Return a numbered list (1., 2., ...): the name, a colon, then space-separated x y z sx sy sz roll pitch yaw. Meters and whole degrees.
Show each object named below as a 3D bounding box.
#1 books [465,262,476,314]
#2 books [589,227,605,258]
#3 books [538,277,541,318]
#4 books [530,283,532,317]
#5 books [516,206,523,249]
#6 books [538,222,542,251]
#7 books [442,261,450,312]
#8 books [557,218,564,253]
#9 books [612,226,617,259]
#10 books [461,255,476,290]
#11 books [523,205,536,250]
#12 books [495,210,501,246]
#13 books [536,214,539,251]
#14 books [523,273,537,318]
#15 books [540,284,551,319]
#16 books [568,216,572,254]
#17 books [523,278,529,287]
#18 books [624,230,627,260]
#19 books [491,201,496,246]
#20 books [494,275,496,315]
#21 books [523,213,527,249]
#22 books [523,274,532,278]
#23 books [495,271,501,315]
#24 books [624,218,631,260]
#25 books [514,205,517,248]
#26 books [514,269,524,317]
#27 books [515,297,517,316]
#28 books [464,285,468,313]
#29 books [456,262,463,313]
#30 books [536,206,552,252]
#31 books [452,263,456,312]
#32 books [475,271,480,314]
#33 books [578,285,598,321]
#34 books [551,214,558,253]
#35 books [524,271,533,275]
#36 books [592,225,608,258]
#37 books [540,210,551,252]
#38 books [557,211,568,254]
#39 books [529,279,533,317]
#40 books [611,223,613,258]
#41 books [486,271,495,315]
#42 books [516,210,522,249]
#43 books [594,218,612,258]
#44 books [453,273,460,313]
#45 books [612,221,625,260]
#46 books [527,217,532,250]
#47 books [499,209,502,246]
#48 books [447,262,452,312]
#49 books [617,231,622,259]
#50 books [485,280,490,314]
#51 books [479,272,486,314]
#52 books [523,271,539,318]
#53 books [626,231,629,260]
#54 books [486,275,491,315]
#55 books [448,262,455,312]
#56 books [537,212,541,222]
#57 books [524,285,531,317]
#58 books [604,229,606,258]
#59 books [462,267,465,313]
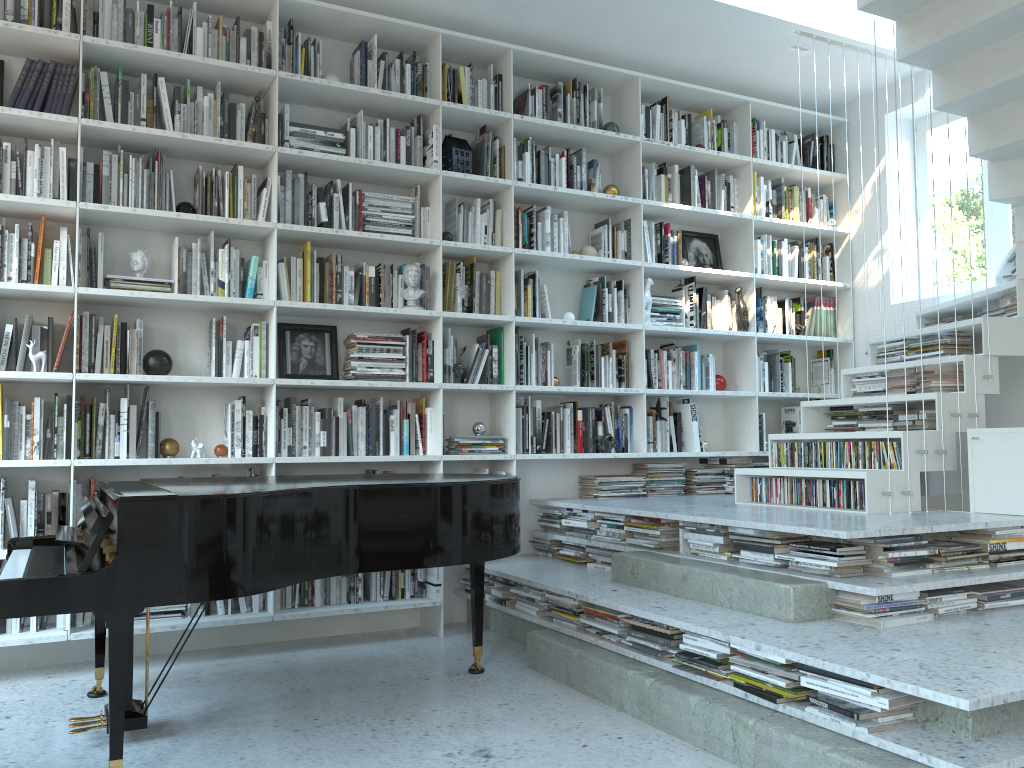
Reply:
1. books: -0.242 -0.498 4.814 0.019 0.293 0.182 1 -4 -27
2. books: 0.502 -0.806 5.248 0.015 0.220 0.140 1 -4 -27
3. books: 0.122 -0.466 5.030 0.007 0.254 0.161 1 -4 -27
4. books: 0.075 -0.448 4.987 0.007 0.211 0.158 1 -4 -27
5. books: 0.024 -0.850 5.019 0.014 0.283 0.135 1 -4 -27
6. books: 0.119 -0.805 5.039 0.025 0.194 0.171 1 -4 -27
7. books: -0.373 -0.501 4.764 0.035 0.293 0.145 1 -4 -27
8. books: 0.245 -0.820 5.102 0.021 0.232 0.183 1 -4 -27
9. books: 0.572 -0.808 5.277 0.016 0.228 0.160 1 -4 -27
10. books: -0.239 -0.519 4.837 0.021 0.337 0.169 1 -4 -27
11. books: 0.088 -0.850 5.009 0.014 0.280 0.177 1 -4 -27
12. books: -0.114 -0.830 4.902 0.028 0.229 0.177 1 -4 -27
13. books: 0.102 -0.828 5.021 0.022 0.237 0.164 1 -4 -27
14. books: 0.095 -0.476 5.002 0.006 0.270 0.178 1 -4 -27
15. books: 0.161 -0.444 5.018 0.051 0.210 0.177 1 -4 -27
16. books: 0.294 -0.828 5.141 0.034 0.254 0.161 1 -4 -27
17. books: 0.053 -0.463 4.985 0.008 0.242 0.169 1 -4 -27
18. books: 0.629 -0.796 5.286 0.013 0.204 0.174 1 -4 -27
19. books: -0.136 -0.853 4.911 0.025 0.277 0.173 1 -4 -27
20. books: -0.127 -0.470 4.909 0.019 0.247 0.149 1 -4 -27
21. books: 0.045 -0.828 5.006 0.013 0.236 0.157 1 -4 -27
22. books: 0.097 -0.478 5.009 0.006 0.273 0.167 1 -4 -27
23. books: -0.108 -0.480 4.916 0.033 0.268 0.142 1 -4 -27
24. books: 0.660 -0.832 5.301 0.005 0.277 0.182 1 -4 -27
25. books: -0.014 -0.850 4.985 0.014 0.278 0.154 1 -4 -27
26. books: 0.014 -0.485 4.939 0.013 0.279 0.192 1 -4 -27
27. books: -0.032 -0.489 4.933 0.035 0.287 0.191 1 -4 -27
28. books: -0.277 -0.440 4.836 0.030 0.181 0.131 1 -4 -27
29. books: -0.306 -0.500 4.797 0.019 0.294 0.164 1 -4 -27
30. books: 0.175 -0.853 5.079 0.027 0.295 0.159 1 -4 -27
31. books: -0.344 -0.499 4.791 0.035 0.293 0.145 1 -4 -27
32. books: -0.224 -0.476 4.846 0.033 0.253 0.174 1 -4 -27
33. books: 0.440 -0.450 5.187 0.056 0.241 0.153 1 -4 -27
34. books: 0.205 -0.828 5.076 0.025 0.244 0.183 1 -4 -27
35. books: 0.097 -0.488 5.057 0.011 0.300 0.088 1 -4 -27
36. books: 0.522 -0.812 5.251 0.012 0.232 0.154 1 -4 -27
37. books: 0.162 -0.839 5.042 0.030 0.263 0.182 1 -4 -27
38. books: 0.270 -0.841 5.103 0.024 0.272 0.169 1 -4 -27
39. books: 0.081 -0.462 5.004 0.017 0.242 0.132 1 -4 -27
40. books: 0.548 -0.817 5.264 0.016 0.243 0.151 1 -4 -27
41. books: -0.137 -0.480 4.888 0.032 0.266 0.143 1 -4 -27
42. books: 0.006 -0.835 4.976 0.014 0.247 0.176 1 -4 -27
43. books: 0.539 -0.830 5.248 0.015 0.267 0.164 1 -4 -27
44. books: -0.322 -0.469 4.790 0.015 0.231 0.180 1 -4 -27
45. books: 0.616 -0.823 5.282 0.016 0.256 0.176 1 -4 -27
46. books: 0.062 -0.817 5.015 0.026 0.215 0.161 1 -4 -27
47. books: -0.104 -0.832 4.925 0.026 0.237 0.173 1 -4 -27
48. books: -0.367 -0.500 4.779 0.035 0.293 0.145 1 -4 -27
49. books: 0.599 -0.795 5.283 0.013 0.202 0.173 1 -4 -27
50. books: -0.174 -0.452 4.851 0.034 0.204 0.181 1 -4 -27
51. books: -0.192 -0.472 4.834 0.027 0.242 0.188 1 -4 -27
52. books: 0.106 -0.484 5.014 0.013 0.287 0.159 1 -4 -27
53. books: 0.649 -0.796 5.301 0.012 0.206 0.169 1 -4 -27
54. books: -0.160 -0.467 4.881 0.028 0.239 0.145 1 -4 -27
55. books: -0.349 -0.500 4.772 0.035 0.293 0.145 1 -4 -27
56. books: 0.132 -0.835 5.054 0.011 0.256 0.131 1 -4 -27
57. books: 0.054 -0.440 4.955 0.017 0.192 0.191 1 -4 -27
58. books: 0.514 -0.799 5.248 0.005 0.205 0.154 1 -4 -27
59. books: -0.299 -0.489 4.826 0.035 0.278 0.139 1 -4 -27
